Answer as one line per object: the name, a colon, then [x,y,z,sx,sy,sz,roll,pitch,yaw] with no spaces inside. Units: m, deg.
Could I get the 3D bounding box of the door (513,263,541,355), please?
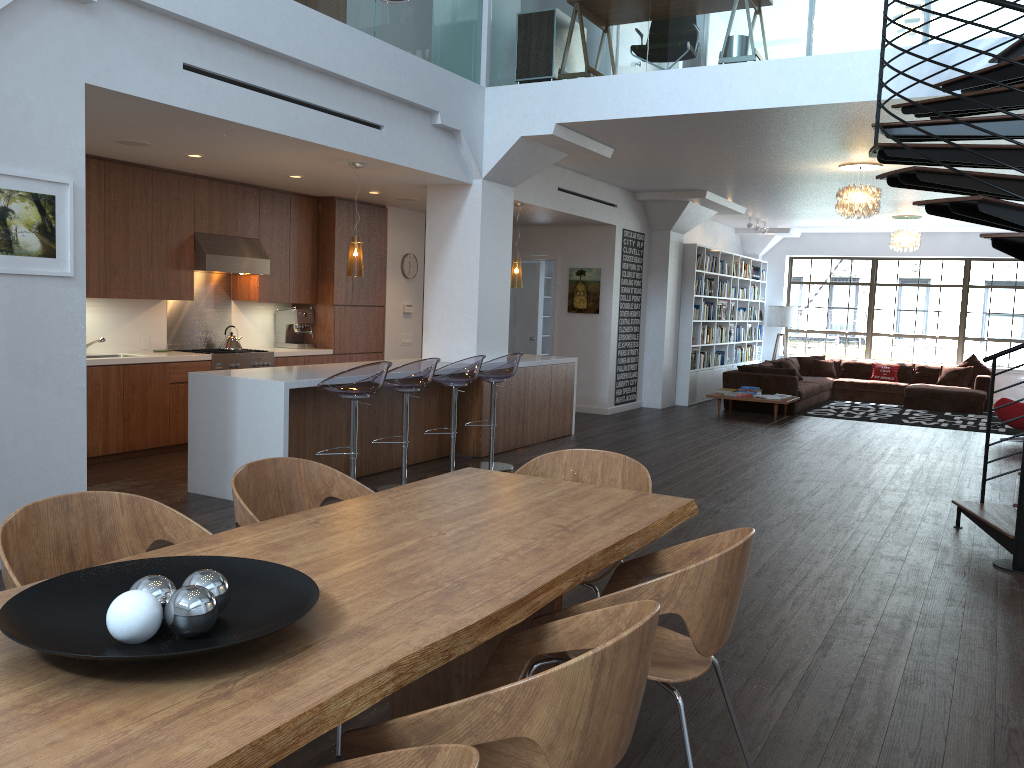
door: [0.025,-0.805,13.363,0.826,2.032,0.174,5,6,29]

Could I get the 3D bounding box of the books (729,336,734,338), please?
books: [3.681,-0.823,15.317,0.259,0.040,0.180,5,6,29]

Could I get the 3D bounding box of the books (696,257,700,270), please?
books: [2.711,-1.817,13.320,0.167,0.210,0.162,5,6,29]

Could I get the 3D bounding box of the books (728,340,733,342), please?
books: [3.671,-0.745,15.297,0.246,0.038,0.171,5,6,29]

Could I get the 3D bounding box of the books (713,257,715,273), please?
books: [3.113,-1.881,14.022,0.174,0.243,0.085,5,6,29]

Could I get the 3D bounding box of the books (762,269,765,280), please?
books: [4.778,-2.084,17.019,0.140,0.231,0.042,5,6,29]

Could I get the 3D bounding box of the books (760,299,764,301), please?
books: [4.636,-1.610,16.918,0.197,0.035,0.284,-1,6,-31]

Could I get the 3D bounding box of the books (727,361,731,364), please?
books: [3.612,-0.378,15.321,0.284,0.035,0.197,5,6,29]

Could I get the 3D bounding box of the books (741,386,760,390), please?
books: [3.416,0.057,12.693,0.224,0.027,0.157,6,6,34]

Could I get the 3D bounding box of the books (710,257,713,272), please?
books: [3.056,-1.876,13.916,0.159,0.248,0.089,5,6,29]

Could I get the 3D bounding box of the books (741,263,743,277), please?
books: [3.951,-1.990,15.555,0.171,0.246,0.057,5,6,29]

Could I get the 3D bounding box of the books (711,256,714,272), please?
books: [3.075,-1.879,13.944,0.182,0.253,0.098,5,6,29]

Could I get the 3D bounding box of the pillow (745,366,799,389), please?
pillow: [3.824,-0.078,13.034,0.750,0.364,0.289,5,6,28]

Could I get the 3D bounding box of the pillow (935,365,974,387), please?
pillow: [7.369,-0.138,14.774,0.248,0.362,0.542,-2,7,-40]

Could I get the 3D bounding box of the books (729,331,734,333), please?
books: [3.683,-0.903,15.286,0.253,0.040,0.183,5,6,29]

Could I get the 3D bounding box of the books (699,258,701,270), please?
books: [2.769,-1.829,13.401,0.161,0.222,0.084,5,6,29]

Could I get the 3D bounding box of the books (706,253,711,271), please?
books: [2.984,-1.890,13.802,0.176,0.293,0.125,5,6,29]

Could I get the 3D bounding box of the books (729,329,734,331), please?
books: [3.693,-0.938,15.285,0.223,0.032,0.161,5,6,29]

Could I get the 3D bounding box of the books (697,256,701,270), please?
books: [2.750,-1.825,13.372,0.161,0.218,0.101,5,6,29]

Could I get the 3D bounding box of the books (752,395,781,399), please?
books: [3.503,0.174,12.179,0.231,0.040,0.342,0,6,-21]

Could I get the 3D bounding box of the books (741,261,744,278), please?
books: [3.990,-2.017,15.626,0.176,0.290,0.053,5,6,29]

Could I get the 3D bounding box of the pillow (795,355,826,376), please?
pillow: [5.409,-0.316,15.934,0.580,0.418,0.334,2,5,2]

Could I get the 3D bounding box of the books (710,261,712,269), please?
books: [3.037,-1.861,13.891,0.161,0.222,0.083,5,6,29]

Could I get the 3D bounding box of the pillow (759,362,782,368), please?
pillow: [3.922,-0.139,13.281,0.269,0.411,0.559,1,5,-15]

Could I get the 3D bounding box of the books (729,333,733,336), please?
books: [3.689,-0.863,15.294,0.231,0.044,0.168,4,6,24]

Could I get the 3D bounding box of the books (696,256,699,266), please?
books: [2.675,-1.813,13.237,0.182,0.215,0.188,5,6,29]

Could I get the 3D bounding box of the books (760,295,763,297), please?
books: [4.639,-1.676,16.907,0.174,0.032,0.254,0,6,-26]

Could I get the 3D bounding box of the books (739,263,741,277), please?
books: [3.862,-1.979,15.391,0.189,0.247,0.057,5,6,29]

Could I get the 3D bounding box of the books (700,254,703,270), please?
books: [2.799,-1.849,13.468,0.170,0.251,0.118,5,6,29]

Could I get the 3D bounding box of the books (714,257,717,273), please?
books: [3.162,-1.893,14.111,0.182,0.255,0.077,5,6,29]

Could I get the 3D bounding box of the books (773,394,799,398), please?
books: [3.805,0.165,12.405,0.350,0.035,0.256,-2,6,-36]

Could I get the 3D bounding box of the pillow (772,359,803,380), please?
pillow: [4.518,-0.212,14.581,0.625,0.391,0.325,-3,7,-45]

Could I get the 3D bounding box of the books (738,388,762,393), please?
books: [3.411,0.087,12.699,0.279,0.035,0.191,6,7,39]

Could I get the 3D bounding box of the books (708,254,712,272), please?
books: [3.010,-1.893,13.859,0.197,0.290,0.136,5,6,29]

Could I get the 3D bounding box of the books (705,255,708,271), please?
books: [2.917,-1.861,13.680,0.170,0.251,0.118,5,6,29]

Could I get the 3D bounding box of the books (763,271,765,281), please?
books: [4.762,-2.061,16.983,0.139,0.191,0.036,5,6,29]

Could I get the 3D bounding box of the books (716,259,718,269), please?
books: [3.187,-1.888,14.177,0.167,0.233,0.077,5,6,29]

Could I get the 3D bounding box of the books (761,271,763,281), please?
books: [4.687,-2.049,16.862,0.134,0.184,0.030,5,6,29]

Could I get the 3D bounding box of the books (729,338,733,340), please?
books: [3.672,-0.782,15.297,0.251,0.037,0.160,6,6,34]

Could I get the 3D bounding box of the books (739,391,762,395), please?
books: [3.412,0.124,12.697,0.312,0.037,0.216,4,5,19]

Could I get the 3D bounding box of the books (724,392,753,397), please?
books: [3.156,0.144,12.380,0.340,0.035,0.236,-2,6,-36]

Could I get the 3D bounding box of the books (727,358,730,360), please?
books: [3.612,-0.445,15.320,0.254,0.032,0.174,6,6,34]

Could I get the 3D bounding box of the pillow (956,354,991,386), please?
pillow: [7.632,-0.214,14.812,0.651,0.587,0.335,3,5,8]

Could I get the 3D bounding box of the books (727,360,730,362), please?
books: [3.613,-0.412,15.318,0.284,0.033,0.197,3,5,14]

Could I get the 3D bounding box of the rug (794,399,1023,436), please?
rug: [6.532,0.503,12.996,4.200,0.007,3.100,5,6,30]

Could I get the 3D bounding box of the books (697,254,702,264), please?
books: [2.777,-1.845,13.431,0.159,0.248,0.089,5,6,29]

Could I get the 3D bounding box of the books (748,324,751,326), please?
books: [4.246,-1.088,16.249,0.224,0.030,0.161,6,7,39]

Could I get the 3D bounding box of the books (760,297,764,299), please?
books: [4.638,-1.643,16.915,0.284,0.033,0.197,7,7,44]

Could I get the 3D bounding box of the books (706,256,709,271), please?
books: [2.945,-1.860,13.725,0.174,0.242,0.105,5,6,29]

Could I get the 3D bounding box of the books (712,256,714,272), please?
books: [3.088,-1.885,13.990,0.182,0.255,0.077,5,6,29]

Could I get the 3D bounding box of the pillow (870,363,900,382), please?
pillow: [6.479,-0.193,15.400,0.465,0.308,0.220,5,6,25]

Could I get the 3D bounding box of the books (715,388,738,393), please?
books: [3.106,0.099,12.797,0.241,0.045,0.334,5,6,30]

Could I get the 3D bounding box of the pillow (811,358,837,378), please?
pillow: [5.528,-0.278,15.760,0.489,0.337,0.238,2,5,-2]
